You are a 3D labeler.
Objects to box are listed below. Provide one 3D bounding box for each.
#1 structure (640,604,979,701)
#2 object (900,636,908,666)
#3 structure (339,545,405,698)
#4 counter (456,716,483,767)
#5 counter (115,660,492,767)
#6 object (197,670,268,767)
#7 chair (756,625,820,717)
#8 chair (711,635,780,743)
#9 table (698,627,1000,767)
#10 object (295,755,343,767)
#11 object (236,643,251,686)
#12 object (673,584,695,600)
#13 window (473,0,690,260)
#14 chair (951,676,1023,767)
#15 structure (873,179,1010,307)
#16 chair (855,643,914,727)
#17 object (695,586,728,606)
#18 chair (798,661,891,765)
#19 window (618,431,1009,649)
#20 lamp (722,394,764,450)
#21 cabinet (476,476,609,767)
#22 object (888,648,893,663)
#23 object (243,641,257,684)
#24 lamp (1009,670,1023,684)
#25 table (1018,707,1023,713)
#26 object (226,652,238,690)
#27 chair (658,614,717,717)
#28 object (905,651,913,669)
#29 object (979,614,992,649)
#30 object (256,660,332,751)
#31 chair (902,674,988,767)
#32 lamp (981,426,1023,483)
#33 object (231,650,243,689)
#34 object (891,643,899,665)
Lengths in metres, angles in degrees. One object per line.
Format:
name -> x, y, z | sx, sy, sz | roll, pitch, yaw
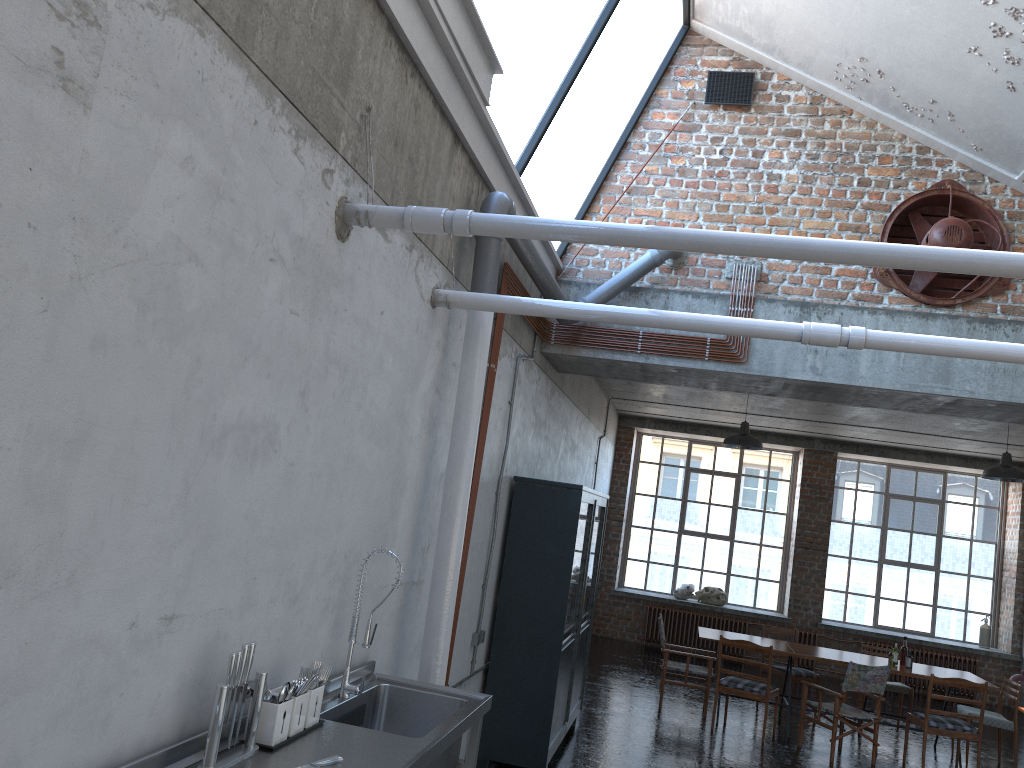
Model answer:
structure -> 4.836, 4.419, 14.651 | 5.349, 0.713, 0.232 | 7, -8, 12
object -> 4.435, 3.021, 10.024 | 0.075, 0.324, 0.075 | 3, -9, 37
structure -> -0.603, 1.038, 3.866 | 0.210, 0.661, 0.039 | 7, -8, 12
counter -> -0.705, 1.843, 3.023 | 0.589, 1.160, 2.374 | 7, -8, 12
counter -> -0.666, 1.515, 3.068 | 0.625, 0.644, 2.435 | 7, -8, 12
object -> -0.879, 1.070, 2.825 | 0.067, 0.260, 0.322 | 7, -8, 12
chair -> 3.492, 3.628, 11.180 | 0.573, 1.028, 0.509 | 11, -8, -23
chair -> 2.548, 3.282, 9.597 | 0.573, 1.028, 0.509 | 4, -9, 32
table -> 3.654, 3.551, 10.097 | 3.112, 0.917, 1.067 | 7, -8, 12
object -> -0.653, 1.223, 2.821 | 0.045, 0.022, 0.327 | 4, -9, 31
object -> -0.858, 0.895, 2.829 | 0.022, 0.132, 0.033 | 7, -8, 8
object -> 3.023, 3.645, 15.583 | 0.281, 0.281, 0.575 | 2, -10, 38
window -> 0.213, -2.819, 4.186 | 0.994, 2.404, 8.048 | 7, -8, 12
chair -> 5.219, 3.703, 9.729 | 0.577, 0.971, 0.589 | 7, -8, 12
structure -> 3.603, -1.172, 7.456 | 1.058, 1.096, 0.808 | 7, -8, 12
chair -> 4.642, 3.800, 11.088 | 0.589, 0.971, 0.577 | 7, -8, 12
object -> 3.448, 3.674, 15.428 | 0.418, 0.305, 0.625 | 10, -8, -14
chair -> 3.421, 3.336, 9.155 | 0.574, 1.031, 0.713 | 11, -8, -17
window -> 9.190, 4.802, 14.916 | 19.864, 12.900, 0.747 | 7, -8, 12
lamp -> 2.885, 0.337, 10.908 | 0.502, 0.891, 0.502 | 6, -8, 17
cabinet -> 0.359, 2.085, 8.099 | 0.572, 2.297, 2.386 | 7, -8, 12
object -> 4.336, 3.097, 10.110 | 0.077, 0.173, 0.077 | 8, -7, -2
object -> -0.850, 0.902, 2.870 | 0.022, 0.132, 0.033 | 7, -8, 8
lamp -> 6.377, 3.787, 10.903 | 0.496, 0.492, 0.220 | 8, -8, 4
table -> 6.664, 4.290, 10.781 | 0.811, 0.458, 0.649 | 7, -8, 12
object -> -0.874, 0.892, 2.755 | 0.019, 0.114, 0.027 | 7, -8, 8
chair -> 2.019, 3.301, 10.426 | 0.713, 1.031, 0.574 | 7, -8, 12
object -> 4.429, 3.076, 9.885 | 0.051, 0.180, 0.097 | 10, -8, -16
object -> 7.793, 4.067, 14.597 | 0.172, 0.551, 0.172 | 13, -9, -33
object -> -0.805, 1.139, 3.191 | 0.166, 0.234, 0.454 | 6, -8, 14
chair -> 4.419, 3.482, 9.068 | 0.573, 1.028, 0.509 | 8, -7, 2
lamp -> 5.746, 0.668, 10.279 | 0.502, 0.891, 0.502 | 6, -8, 17
object -> -0.867, 0.898, 2.789 | 0.019, 0.114, 0.027 | 7, -8, 8
object -> 4.323, 3.045, 10.001 | 0.070, 0.235, 0.041 | 7, -8, 12
